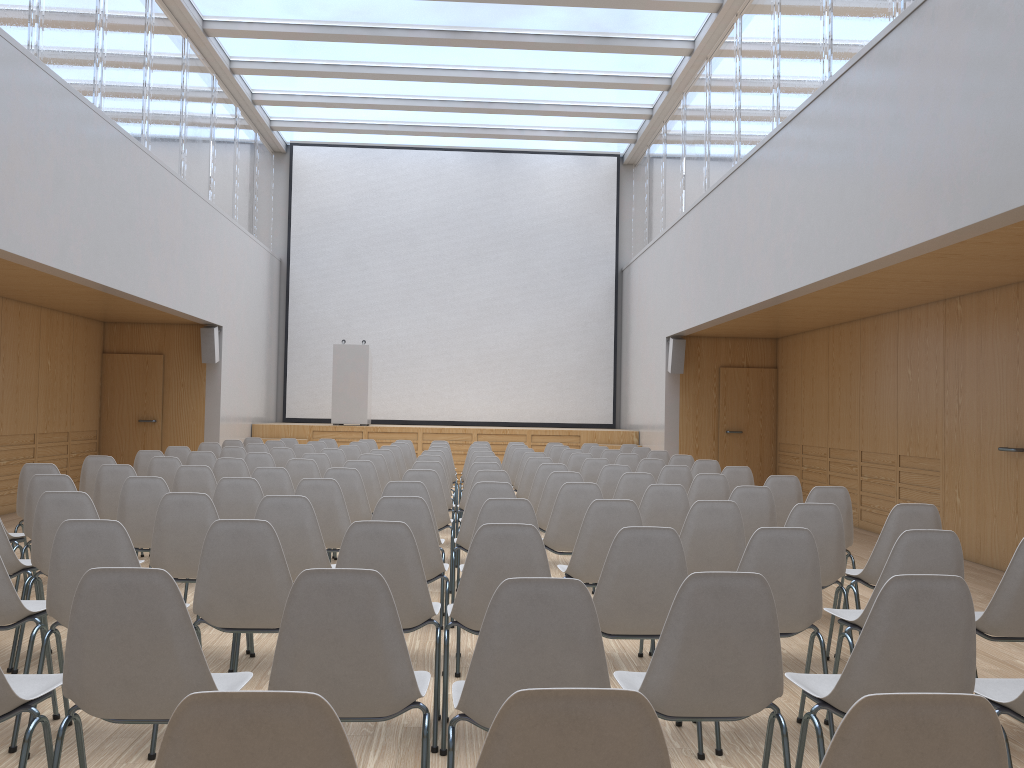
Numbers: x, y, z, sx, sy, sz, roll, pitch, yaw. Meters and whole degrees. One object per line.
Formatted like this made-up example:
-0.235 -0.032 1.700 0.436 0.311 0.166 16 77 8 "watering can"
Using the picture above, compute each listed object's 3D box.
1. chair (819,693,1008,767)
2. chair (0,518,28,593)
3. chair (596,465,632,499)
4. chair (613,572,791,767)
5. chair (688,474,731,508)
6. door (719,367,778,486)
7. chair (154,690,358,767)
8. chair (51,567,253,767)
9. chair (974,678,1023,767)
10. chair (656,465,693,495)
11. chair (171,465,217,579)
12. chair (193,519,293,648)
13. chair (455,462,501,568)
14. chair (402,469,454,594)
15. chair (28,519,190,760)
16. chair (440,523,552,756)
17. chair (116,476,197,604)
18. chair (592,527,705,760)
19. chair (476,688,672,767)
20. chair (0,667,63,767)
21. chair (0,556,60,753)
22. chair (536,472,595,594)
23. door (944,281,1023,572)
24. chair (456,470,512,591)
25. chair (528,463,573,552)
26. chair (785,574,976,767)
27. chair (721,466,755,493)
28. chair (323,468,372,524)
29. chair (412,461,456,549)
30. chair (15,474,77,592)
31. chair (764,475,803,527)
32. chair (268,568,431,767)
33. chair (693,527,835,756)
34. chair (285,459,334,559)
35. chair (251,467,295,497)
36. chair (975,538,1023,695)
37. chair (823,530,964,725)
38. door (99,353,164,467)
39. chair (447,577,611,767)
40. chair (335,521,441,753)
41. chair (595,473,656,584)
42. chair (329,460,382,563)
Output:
0.612 0.920 1.600 0.479 0.876 0.505 1 -2 -3 "chair"
-3.230 0.964 5.406 0.479 0.876 0.505 1 -2 -3 "chair"
0.841 1.111 7.536 0.479 0.876 0.505 1 -2 -3 "chair"
0.556 0.951 2.626 0.479 0.876 0.505 1 -2 -3 "chair"
1.421 1.095 6.665 0.479 0.876 0.505 1 -2 -3 "chair"
3.547 0.771 13.286 0.873 2.024 0.108 1 -2 -3 "door"
-0.402 0.898 1.548 0.479 0.876 0.505 1 -2 -3 "chair"
-1.011 0.917 2.517 0.479 0.876 0.505 1 -2 -3 "chair"
1.630 0.972 2.634 0.479 0.876 0.505 1 -2 -3 "chair"
1.353 1.124 7.644 0.479 0.876 0.505 1 -2 -3 "chair"
-2.257 1.017 6.475 0.479 0.876 0.505 1 -2 -3 "chair"
-1.028 0.948 3.536 0.479 0.876 0.505 1 -2 -3 "chair"
-0.239 1.090 7.562 0.479 0.876 0.505 1 -2 -3 "chair"
-0.662 1.049 6.499 0.479 0.876 0.505 1 -2 -3 "chair"
-1.545 0.936 3.450 0.479 0.876 0.505 1 -2 -3 "chair"
-0.036 0.969 3.569 0.479 0.876 0.505 1 -2 -3 "chair"
-2.167 0.985 5.420 0.479 0.876 0.505 1 -2 -3 "chair"
0.488 0.979 3.555 0.479 0.876 0.505 1 -2 -3 "chair"
0.080 0.909 1.591 0.479 0.876 0.505 1 -2 -3 "chair"
-1.539 0.905 2.470 0.479 0.876 0.505 1 -2 -3 "chair"
-2.077 0.926 3.491 0.479 0.876 0.505 1 -2 -3 "chair"
0.361 1.071 6.572 0.479 0.876 0.505 1 -2 -3 "chair"
4.334 0.365 7.323 0.256 2.492 2.701 1 -2 -3 "door"
-0.165 1.061 6.593 0.479 0.876 0.505 1 -2 -3 "chair"
0.318 1.101 7.550 0.479 0.876 0.505 1 -2 -3 "chair"
1.106 0.962 2.645 0.479 0.876 0.505 1 -2 -3 "chair"
1.876 1.136 7.699 0.479 0.876 0.505 1 -2 -3 "chair"
-1.221 1.038 6.510 0.479 0.876 0.505 1 -2 -3 "chair"
-0.716 1.081 7.556 0.479 0.876 0.505 1 -2 -3 "chair"
-2.730 0.975 5.450 0.479 0.876 0.505 1 -2 -3 "chair"
1.935 1.104 6.633 0.479 0.876 0.505 1 -2 -3 "chair"
-0.471 0.929 2.563 0.479 0.876 0.505 1 -2 -3 "chair"
1.015 0.991 3.623 0.479 0.876 0.505 1 -2 -3 "chair"
-1.748 1.059 7.512 0.479 0.876 0.505 1 -2 -3 "chair"
-1.711 1.026 6.444 0.479 0.876 0.505 1 -2 -3 "chair"
2.052 1.012 3.636 0.479 0.876 0.505 1 -2 -3 "chair"
1.577 1.003 3.632 0.479 0.876 0.505 1 -2 -3 "chair"
-5.525 0.578 12.817 0.873 2.024 0.108 1 -2 -3 "door"
0.057 0.937 2.491 0.479 0.876 0.505 1 -2 -3 "chair"
-0.520 0.960 3.572 0.479 0.876 0.505 1 -2 -3 "chair"
0.883 1.083 6.619 0.479 0.876 0.505 1 -2 -3 "chair"
-1.268 1.067 7.468 0.479 0.876 0.505 1 -2 -3 "chair"
